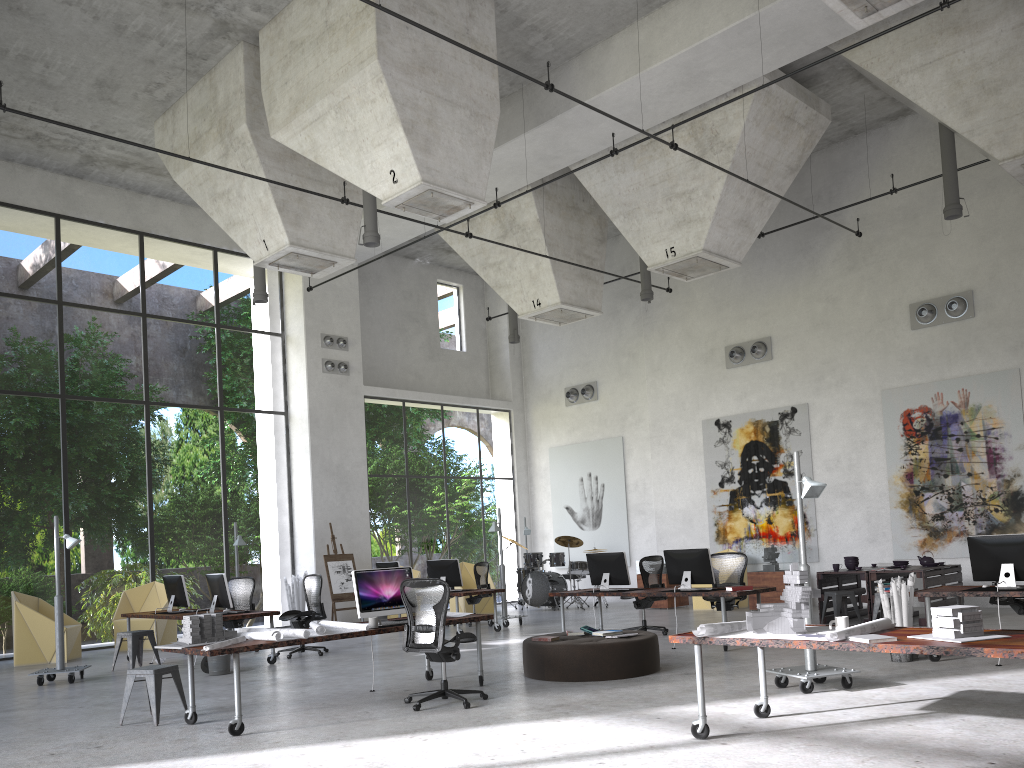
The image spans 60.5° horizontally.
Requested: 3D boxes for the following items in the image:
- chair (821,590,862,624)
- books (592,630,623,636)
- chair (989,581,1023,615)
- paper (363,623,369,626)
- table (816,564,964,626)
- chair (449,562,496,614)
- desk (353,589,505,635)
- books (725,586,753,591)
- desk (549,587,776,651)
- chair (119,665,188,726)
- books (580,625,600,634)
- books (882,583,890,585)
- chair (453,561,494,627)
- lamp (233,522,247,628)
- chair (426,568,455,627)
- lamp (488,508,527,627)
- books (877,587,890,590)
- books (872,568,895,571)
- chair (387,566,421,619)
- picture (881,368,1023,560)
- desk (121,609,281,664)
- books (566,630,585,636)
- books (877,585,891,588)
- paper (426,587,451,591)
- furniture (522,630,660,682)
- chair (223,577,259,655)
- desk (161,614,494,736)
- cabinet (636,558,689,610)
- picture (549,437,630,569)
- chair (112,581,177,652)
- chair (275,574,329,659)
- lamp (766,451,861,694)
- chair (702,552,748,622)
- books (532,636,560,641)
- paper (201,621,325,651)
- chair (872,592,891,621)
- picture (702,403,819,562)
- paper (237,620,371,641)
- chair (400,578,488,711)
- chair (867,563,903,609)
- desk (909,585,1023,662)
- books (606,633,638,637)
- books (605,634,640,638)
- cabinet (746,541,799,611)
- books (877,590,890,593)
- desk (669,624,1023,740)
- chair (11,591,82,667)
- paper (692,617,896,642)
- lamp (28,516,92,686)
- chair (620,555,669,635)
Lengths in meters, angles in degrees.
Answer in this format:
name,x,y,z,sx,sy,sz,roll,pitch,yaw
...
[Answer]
name,x,y,z,sx,sy,sz,roll,pitch,yaw
chair,4.908,3.345,13.123,0.419,0.485,0.443,-2,-6,-10
books,1.059,2.758,9.732,0.285,0.033,0.200,3,-12,-31
chair,5.584,2.294,9.532,0.798,1.174,0.774,-7,-6,34
paper,-1.457,2.410,8.788,0.485,0.001,0.435,4,-13,-34
table,5.761,3.199,13.371,1.511,0.787,1.619,6,-13,-44
chair,-0.892,4.507,19.408,0.978,1.159,0.946,0,-7,-25
desk,-1.522,4.053,15.636,0.977,0.717,3.164,4,-13,-44
books,2.851,2.569,11.042,0.285,0.052,0.206,-1,-10,-13
desk,1.979,3.194,12.055,0.977,0.717,3.164,4,-13,-44
chair,-3.292,2.850,8.075,0.421,0.485,0.441,-5,-7,18
books,0.891,2.788,9.937,0.206,0.102,0.145,-8,-10,30
books,5.339,2.835,12.451,0.204,0.025,0.146,-3,-10,1
chair,-0.739,3.957,16.594,0.793,1.174,0.778,-4,-5,9
lamp,-4.960,3.572,15.878,0.579,2.134,0.601,0,-5,-45
chair,-1.358,4.046,16.891,0.770,1.174,0.802,-3,-5,-6
lamp,-0.179,3.337,16.030,0.596,2.134,0.584,0,-5,-45
books,5.342,2.896,12.446,0.284,0.033,0.201,-1,-11,-14
books,5.449,2.719,12.904,0.305,0.030,0.226,-6,-11,13
chair,-2.441,4.449,18.645,0.980,1.159,0.945,-4,-6,4
picture,7.461,1.428,14.838,0.020,2.993,2.240,0,-6,-45
desk,-4.563,3.673,12.712,0.966,0.717,3.166,4,-13,-44
books,0.717,2.816,9.949,0.197,0.034,0.289,-3,-10,1
books,5.336,2.864,12.451,0.254,0.032,0.177,-4,-10,6
paper,-1.707,3.695,15.817,1.077,0.104,0.989,4,-13,-34
furniture,0.872,2.996,9.736,1.512,0.424,1.526,6,-14,-42
chair,-4.384,3.651,13.887,0.771,1.174,0.800,-4,-5,9
desk,-1.623,2.717,8.448,3.140,0.717,0.984,7,-13,-44
cabinet,3.109,4.121,18.152,0.745,1.004,0.742,2,-8,-45
picture,1.825,2.916,21.168,0.020,2.993,2.360,0,-6,-45
chair,-6.464,4.080,15.490,0.979,1.159,0.946,-3,-6,1
chair,-3.084,3.405,12.953,0.776,1.174,0.796,-7,-6,34
lamp,2.647,1.679,7.955,0.578,2.134,0.602,-2,-4,-20
chair,2.972,2.926,12.155,0.772,1.174,0.799,-4,-5,14
books,0.368,2.767,9.540,0.256,0.032,0.176,-11,-13,36
paper,-2.132,2.262,7.982,0.891,0.102,1.961,-2,-11,-6
chair,5.352,3.189,12.416,0.423,0.485,0.439,-8,-8,40
picture,4.878,2.057,17.454,0.020,2.993,2.378,0,-6,-45
paper,-1.943,2.275,8.126,1.079,0.104,0.987,7,-15,-44
chair,-0.685,2.388,8.199,0.773,1.174,0.799,-5,-6,19
chair,6.290,3.398,14.653,0.698,0.812,0.777,-7,-7,30
desk,5.605,2.314,8.402,0.966,0.717,3.166,4,-13,-44
books,1.184,2.710,9.480,0.301,0.039,0.223,-1,-10,-10
books,1.189,2.712,9.454,0.300,0.031,0.223,3,-12,-29
cabinet,4.829,3.546,16.206,0.595,1.244,0.750,1,-6,-45
books,5.344,2.929,12.445,0.284,0.034,0.200,-3,-10,1
desk,2.564,1.934,5.479,0.977,0.717,3.164,4,-13,-44
chair,-7.450,3.851,13.974,0.933,1.159,0.993,-2,-6,-9
paper,1.951,1.680,6.072,1.086,0.104,0.981,-12,-14,39
lamp,-5.851,2.772,11.334,0.595,2.134,0.585,-2,-3,-12
chair,1.955,3.182,13.228,0.797,1.174,0.774,-6,-6,29
